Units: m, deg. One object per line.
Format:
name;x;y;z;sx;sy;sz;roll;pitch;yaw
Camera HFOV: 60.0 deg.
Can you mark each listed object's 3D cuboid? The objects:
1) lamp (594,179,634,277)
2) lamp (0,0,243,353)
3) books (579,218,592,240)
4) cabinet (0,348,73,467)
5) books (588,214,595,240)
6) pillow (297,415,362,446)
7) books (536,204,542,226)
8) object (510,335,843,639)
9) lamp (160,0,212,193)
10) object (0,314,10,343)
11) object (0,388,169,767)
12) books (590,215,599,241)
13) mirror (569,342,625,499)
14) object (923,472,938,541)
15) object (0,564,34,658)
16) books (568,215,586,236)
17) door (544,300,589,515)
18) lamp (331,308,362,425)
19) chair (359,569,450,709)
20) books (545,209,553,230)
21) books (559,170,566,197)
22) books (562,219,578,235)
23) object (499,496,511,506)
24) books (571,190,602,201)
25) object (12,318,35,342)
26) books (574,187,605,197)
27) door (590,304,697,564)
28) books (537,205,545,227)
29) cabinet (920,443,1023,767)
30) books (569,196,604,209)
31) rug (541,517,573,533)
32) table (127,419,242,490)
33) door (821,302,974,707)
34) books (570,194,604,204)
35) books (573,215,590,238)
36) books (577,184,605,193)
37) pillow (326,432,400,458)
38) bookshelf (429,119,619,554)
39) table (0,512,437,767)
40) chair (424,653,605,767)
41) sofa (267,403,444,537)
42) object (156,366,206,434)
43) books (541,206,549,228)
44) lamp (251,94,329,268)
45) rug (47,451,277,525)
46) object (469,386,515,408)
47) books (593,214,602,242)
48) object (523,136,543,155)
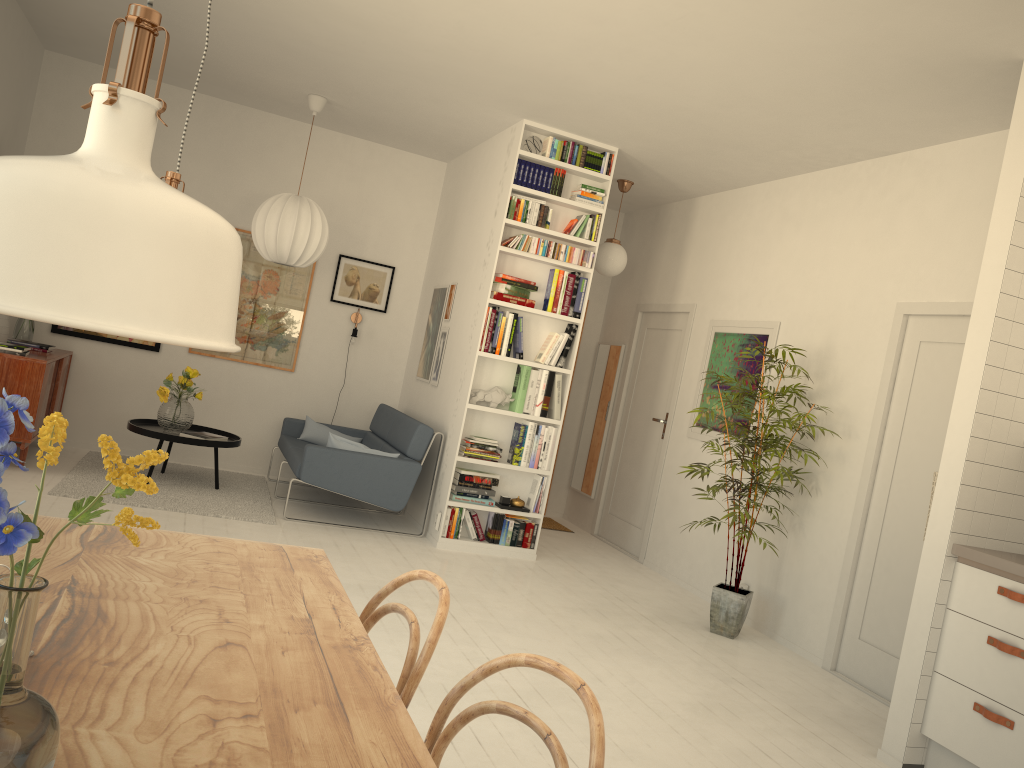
lamp;0.823;-1.228;7.021;0.275;0.767;0.275;11;1;-26
lamp;-0.163;-0.828;0.661;0.230;1.595;0.229;12;0;26
books;0.492;-1.072;6.182;0.030;0.153;0.200;11;1;-20
cabinet;-3.464;0.110;6.090;0.546;0.727;1.263;11;1;-20
books;0.516;-1.085;6.208;0.022;0.187;0.186;11;1;-20
pillow;-1.466;0.430;7.187;0.539;0.277;0.157;11;1;-19
books;0.152;-1.141;6.045;0.013;0.159;0.176;11;1;-20
object;1.004;0.525;5.552;0.777;1.711;2.090;11;1;-39
lamp;-0.450;-0.898;1.468;0.230;1.595;0.229;12;0;15
object;-3.391;-0.469;5.861;0.160;0.445;0.158;12;0;20
object;-0.462;0.199;0.824;0.206;0.388;0.144;12;1;32
books;0.538;-1.081;6.202;0.014;0.188;0.218;11;1;-20
mirror;0.757;0.308;7.966;0.029;1.370;0.500;11;0;-20
object;1.956;0.417;3.720;0.439;0.612;0.093;11;0;-21
object;-0.635;0.288;1.083;0.095;0.138;0.155;11;1;-20
books;0.416;-1.094;6.172;0.092;0.165;0.223;11;1;-20
door;0.066;0.133;8.083;0.930;2.033;0.160;11;0;-20
lamp;-1.542;0.034;7.387;0.360;1.416;0.112;11;0;-20
chair;-0.430;0.734;1.644;0.483;0.810;0.386;11;1;-22
books;0.223;-1.118;6.078;0.020;0.145;0.190;11;1;-20
books;0.307;-1.365;6.112;0.020;0.191;0.205;11;1;-20
books;0.378;-1.083;6.172;0.073;0.129;0.200;11;1;-20
object;-0.049;0.803;6.103;0.058;0.055;0.058;11;1;-20
books;0.498;-1.302;6.171;0.173;0.030;0.199;11;1;-30
object;-3.499;-0.624;6.491;0.476;0.686;0.398;11;1;-18
books;0.525;-1.320;6.156;0.179;0.016;0.208;11;1;-15
door;1.098;0.355;7.243;0.166;2.033;0.955;11;1;-20
books;0.162;-1.137;6.070;0.024;0.155;0.207;11;1;-20
cabinet;1.838;0.363;0.933;2.851;2.159;4.847;11;1;-20
books;0.496;-1.248;6.178;0.214;0.038;0.223;11;1;-20
rug;0.008;1.163;7.669;0.941;0.002;0.553;11;1;-20
table;-2.325;0.510;6.222;0.761;0.386;0.761;11;1;-4
door;2.107;0.603;4.399;0.166;2.033;0.955;11;1;-20
books;0.504;-1.276;6.177;0.200;0.018;0.209;11;1;-20
books;0.452;-1.089;6.171;0.065;0.168;0.229;11;1;-20
books;0.532;-1.344;6.174;0.169;0.032;0.188;11;1;-15
pillow;-1.042;0.524;5.986;0.533;0.353;0.141;11;1;-20
bookshelf;0.076;-0.278;6.109;0.709;2.900;0.249;11;0;-20
table;-0.625;0.742;1.067;0.894;0.749;1.798;11;1;-20
chair;-0.177;0.792;1.203;0.483;0.810;0.386;11;1;-37
sofa;-1.214;0.537;6.614;0.963;0.773;1.604;11;1;-20
object;-2.341;0.106;6.216;0.291;0.471;0.361;12;1;18
books;0.195;-1.129;6.047;0.023;0.153;0.176;11;1;-20
lamp;-1.516;-1.459;6.371;0.536;1.229;0.536;12;1;14
rug;-2.355;0.700;6.181;1.303;0.012;1.661;11;1;-18
object;-0.134;0.083;6.017;0.311;0.150;0.137;11;1;-12
books;0.557;-1.083;6.206;0.022;0.198;0.212;11;1;-20
object;0.143;-1.602;5.961;0.131;0.131;0.131;11;1;-24
